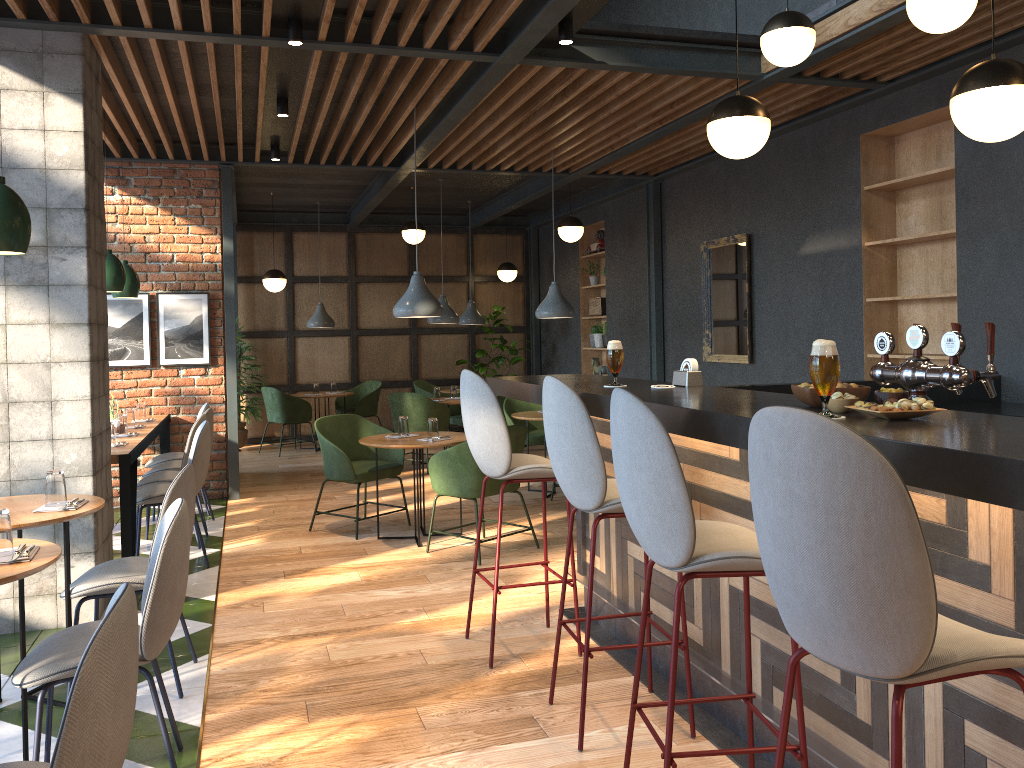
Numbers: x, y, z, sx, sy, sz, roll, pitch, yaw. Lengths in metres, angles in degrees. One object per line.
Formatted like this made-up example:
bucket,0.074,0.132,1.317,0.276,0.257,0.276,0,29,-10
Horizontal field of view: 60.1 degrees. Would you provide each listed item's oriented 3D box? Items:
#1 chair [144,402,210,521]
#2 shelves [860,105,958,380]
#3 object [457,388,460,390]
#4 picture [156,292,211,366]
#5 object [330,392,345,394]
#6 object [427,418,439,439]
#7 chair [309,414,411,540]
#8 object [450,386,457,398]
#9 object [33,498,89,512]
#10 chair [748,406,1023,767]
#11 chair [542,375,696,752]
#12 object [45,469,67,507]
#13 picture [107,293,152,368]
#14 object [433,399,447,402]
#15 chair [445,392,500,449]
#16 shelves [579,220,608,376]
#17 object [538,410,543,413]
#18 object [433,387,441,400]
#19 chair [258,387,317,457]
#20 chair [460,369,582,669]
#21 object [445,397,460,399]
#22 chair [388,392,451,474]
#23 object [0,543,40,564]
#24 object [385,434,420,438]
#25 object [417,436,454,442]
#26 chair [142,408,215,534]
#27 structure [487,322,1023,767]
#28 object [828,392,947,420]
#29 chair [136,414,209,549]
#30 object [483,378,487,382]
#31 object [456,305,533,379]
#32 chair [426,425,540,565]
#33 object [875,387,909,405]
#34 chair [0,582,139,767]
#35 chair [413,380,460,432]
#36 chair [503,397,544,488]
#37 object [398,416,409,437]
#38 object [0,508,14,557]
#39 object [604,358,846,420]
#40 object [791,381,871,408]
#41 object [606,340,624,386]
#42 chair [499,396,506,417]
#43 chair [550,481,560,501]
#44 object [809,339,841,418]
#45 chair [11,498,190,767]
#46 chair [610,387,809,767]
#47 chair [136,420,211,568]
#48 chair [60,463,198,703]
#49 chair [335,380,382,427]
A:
chair,-2.685,0.604,7.127,0.508,0.887,0.418,-2,1,-21
shelves,2.672,-0.338,5.720,0.284,2.705,0.836,-1,1,-17
object,-0.628,0.063,11.409,0.157,0.019,0.243,0,4,28
picture,-2.833,-0.475,7.644,0.430,0.631,0.015,-2,1,-17
object,-2.234,0.108,11.252,0.242,0.019,0.157,1,4,39
object,-0.538,0.300,6.021,0.080,0.138,0.080,-2,1,-35
chair,-1.104,0.643,6.441,0.515,0.818,0.639,0,2,38
object,-0.646,0.089,9.802,0.080,0.138,0.080,-1,1,21
object,-1.781,0.477,3.497,0.157,0.019,0.243,-2,3,-12
chair,0.714,0.650,1.662,0.508,1.243,0.418,-2,1,-21
chair,0.375,0.583,3.174,0.508,1.243,0.418,-1,1,-11
object,-1.809,0.411,3.512,0.080,0.138,0.080,0,2,41
picture,-3.293,-0.457,7.505,0.430,0.631,0.015,-2,1,-17
object,-0.834,0.173,9.556,0.242,0.019,0.157,1,4,38
chair,-0.428,0.418,10.141,0.638,0.818,0.515,0,2,33
shelves,1.128,-0.594,10.839,0.284,2.705,0.836,-1,1,-17
object,0.354,0.241,7.892,0.243,0.019,0.157,-2,3,-18
object,-0.811,0.106,9.566,0.080,0.138,0.080,-1,1,21
chair,-2.746,0.431,10.813,0.515,0.818,0.638,-2,2,-42
chair,0.036,0.547,3.936,0.508,1.243,0.418,-2,1,-17
object,-0.614,0.154,9.808,0.242,0.019,0.157,1,4,38
chair,-0.975,0.480,9.267,0.638,0.818,0.515,0,2,28
object,-1.534,0.517,2.688,0.157,0.019,0.243,-2,3,-20
object,-0.762,0.359,6.236,0.157,0.019,0.243,2,4,42
object,-0.528,0.368,5.997,0.157,0.019,0.243,2,4,42
chair,-2.488,0.629,6.615,0.508,0.887,0.418,-1,1,-10
structure,1.986,0.510,2.494,2.917,1.395,4.924,-2,3,-17
object,0.870,0.050,2.101,0.164,0.052,0.292,-2,3,-8
chair,-2.344,0.657,6.059,0.508,0.887,0.418,-1,1,-11
object,-0.353,-0.001,11.264,0.080,0.138,0.080,-1,1,-9
object,-0.225,-0.185,12.090,1.057,1.794,0.722,-1,1,-6
chair,-0.202,0.665,5.702,0.515,0.818,0.639,0,2,43
object,0.943,0.037,2.219,0.078,0.060,0.108,-2,3,-9
chair,-1.011,0.871,1.764,0.508,0.887,0.418,-2,1,-16
chair,-0.976,0.354,11.478,0.515,0.818,0.639,-1,2,15
chair,0.232,0.508,8.306,0.638,0.818,0.515,-2,1,-17
object,-0.760,0.295,6.204,0.080,0.138,0.080,-2,1,-35
object,-1.565,0.451,2.699,0.080,0.138,0.080,-1,1,23
object,0.681,-0.012,2.794,0.322,0.106,1.511,-2,3,-13
object,0.848,0.025,2.364,0.168,0.072,0.168,-1,3,3
object,0.402,-0.083,3.456,0.070,0.178,0.070,-1,1,-13
chair,0.000,0.352,11.147,0.515,0.818,0.639,-1,2,20
chair,0.644,0.560,7.215,0.639,0.818,0.515,-2,1,-22
object,0.733,-0.014,2.077,0.070,0.182,0.070,-1,1,4
chair,-1.261,0.821,2.747,0.508,0.887,0.418,-2,1,-21
chair,0.533,0.623,2.405,0.507,1.243,0.418,-1,1,-6
chair,-2.138,0.683,5.522,0.508,0.887,0.418,-2,1,-21
chair,-1.545,0.780,3.591,0.508,0.887,0.418,-1,1,-11
chair,-1.991,0.375,11.516,0.515,0.818,0.638,-2,2,-42
